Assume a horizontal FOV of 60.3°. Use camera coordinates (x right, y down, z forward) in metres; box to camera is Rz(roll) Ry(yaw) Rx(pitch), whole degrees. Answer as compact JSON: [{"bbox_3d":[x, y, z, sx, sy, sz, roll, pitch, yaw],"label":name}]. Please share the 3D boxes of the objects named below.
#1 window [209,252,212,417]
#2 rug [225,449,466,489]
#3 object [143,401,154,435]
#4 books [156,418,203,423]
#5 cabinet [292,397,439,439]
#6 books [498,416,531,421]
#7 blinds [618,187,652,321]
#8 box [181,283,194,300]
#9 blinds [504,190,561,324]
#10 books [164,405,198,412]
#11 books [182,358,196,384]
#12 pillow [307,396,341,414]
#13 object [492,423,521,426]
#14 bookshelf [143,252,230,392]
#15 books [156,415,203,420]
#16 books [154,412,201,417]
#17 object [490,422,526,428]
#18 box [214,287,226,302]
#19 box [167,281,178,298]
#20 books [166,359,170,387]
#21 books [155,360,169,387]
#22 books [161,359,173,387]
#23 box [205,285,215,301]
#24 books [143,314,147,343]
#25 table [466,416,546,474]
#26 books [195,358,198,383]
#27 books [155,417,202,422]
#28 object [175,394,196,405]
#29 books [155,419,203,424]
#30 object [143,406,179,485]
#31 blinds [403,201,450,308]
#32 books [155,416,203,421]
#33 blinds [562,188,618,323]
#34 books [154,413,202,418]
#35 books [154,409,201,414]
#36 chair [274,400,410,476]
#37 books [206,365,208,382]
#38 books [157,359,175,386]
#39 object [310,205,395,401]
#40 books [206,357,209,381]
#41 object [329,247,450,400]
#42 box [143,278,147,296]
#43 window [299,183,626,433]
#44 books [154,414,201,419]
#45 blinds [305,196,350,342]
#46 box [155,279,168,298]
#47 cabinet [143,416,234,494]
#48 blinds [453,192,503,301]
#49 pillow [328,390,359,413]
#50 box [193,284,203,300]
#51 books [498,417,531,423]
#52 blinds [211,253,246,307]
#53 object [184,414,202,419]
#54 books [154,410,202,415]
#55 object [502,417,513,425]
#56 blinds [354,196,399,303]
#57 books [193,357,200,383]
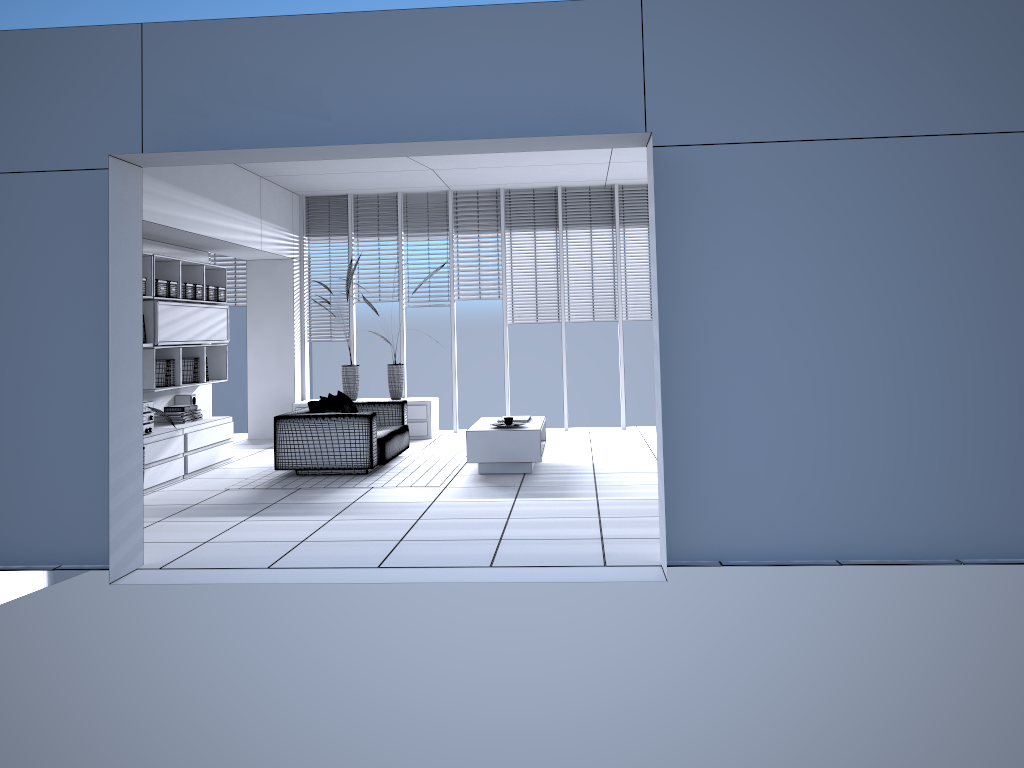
[{"bbox_3d":[-4.246,-0.850,11.396,0.688,3.140,0.099,-2,-3,4],"label":"window"},{"bbox_3d":[-1.399,0.781,8.332,1.798,0.001,2.232,-1,3,4],"label":"rug"},{"bbox_3d":[-3.236,0.296,7.342,0.347,0.270,0.430,-1,2,4],"label":"object"},{"bbox_3d":[-3.220,0.354,8.551,0.285,0.008,0.415,-1,3,5],"label":"books"},{"bbox_3d":[-1.771,0.426,10.766,1.675,0.452,0.597,-1,1,4],"label":"cabinet"},{"bbox_3d":[0.028,0.330,8.471,0.285,0.008,0.415,-1,3,5],"label":"books"},{"bbox_3d":[1.704,-1.640,11.050,0.714,1.697,0.047,-2,-3,4],"label":"blinds"},{"bbox_3d":[-3.328,-0.917,8.743,0.280,0.162,0.179,-1,0,4],"label":"box"},{"bbox_3d":[0.279,-1.610,11.154,0.714,1.697,0.047,-2,-3,4],"label":"blinds"},{"bbox_3d":[-3.198,0.236,8.513,0.207,0.050,0.258,-1,3,9],"label":"books"},{"bbox_3d":[-3.309,-0.135,8.927,0.207,0.261,0.074,-1,-3,4],"label":"books"},{"bbox_3d":[-1.710,0.324,8.301,0.340,0.390,0.567,-1,1,2],"label":"pillow"},{"bbox_3d":[-0.037,0.365,7.883,0.217,0.012,0.214,-4,4,-39],"label":"object"},{"bbox_3d":[-3.360,-0.570,8.264,0.327,1.253,2.817,-2,2,4],"label":"bookshelf"},{"bbox_3d":[-3.219,0.325,8.552,0.285,0.008,0.415,-1,3,5],"label":"books"},{"bbox_3d":[-3.233,0.297,8.503,0.285,0.008,0.415,-1,3,5],"label":"books"},{"bbox_3d":[-0.035,0.371,7.887,0.329,0.024,0.329,1,4,34],"label":"object"},{"bbox_3d":[-3.269,-0.965,9.535,0.280,0.162,0.216,-1,1,4],"label":"box"},{"bbox_3d":[-3.354,-0.896,8.395,0.280,0.162,0.174,-1,0,4],"label":"box"},{"bbox_3d":[-3.352,-0.100,8.355,0.207,0.261,0.074,-1,-3,4],"label":"books"},{"bbox_3d":[-3.354,-0.098,8.324,0.207,0.261,0.074,-1,-3,4],"label":"books"},{"bbox_3d":[-3.350,-0.104,8.423,0.207,0.260,0.050,-2,-3,5],"label":"books"},{"bbox_3d":[-3.289,-0.949,9.267,0.280,0.162,0.179,-1,0,4],"label":"box"},{"bbox_3d":[-3.393,-0.494,7.913,0.207,0.259,0.072,-1,-3,4],"label":"books"},{"bbox_3d":[-0.028,0.560,8.231,0.650,0.389,1.201,-1,3,4],"label":"table"},{"bbox_3d":[-3.307,-0.137,8.959,0.207,0.261,0.074,-1,-3,4],"label":"books"},{"bbox_3d":[-3.229,0.345,8.534,0.285,0.008,0.415,-1,3,5],"label":"books"},{"bbox_3d":[-3.333,0.227,9.007,0.177,0.232,0.119,-2,-2,4],"label":"object"},{"bbox_3d":[-3.221,0.363,8.544,0.285,0.008,0.415,-1,3,5],"label":"books"},{"bbox_3d":[-2.967,0.119,6.674,1.172,1.591,0.250,-2,-3,36],"label":"object"},{"bbox_3d":[-1.079,-1.660,11.255,0.636,1.362,0.057,-2,-3,4],"label":"blinds"},{"bbox_3d":[-3.219,0.334,8.545,0.285,0.008,0.415,-1,3,5],"label":"books"},{"bbox_3d":[0.986,-1.625,11.102,0.714,1.697,0.047,-2,-3,4],"label":"blinds"},{"bbox_3d":[-3.224,0.306,8.520,0.285,0.008,0.415,-1,3,5],"label":"books"},{"bbox_3d":[-3.231,0.268,8.505,0.285,0.008,0.415,-1,3,5],"label":"books"},{"bbox_3d":[-1.569,0.493,8.566,0.959,0.553,1.649,-1,3,4],"label":"chair"},{"bbox_3d":[-3.297,-0.150,9.227,0.207,0.261,0.074,-2,-3,5],"label":"books"},{"bbox_3d":[-3.346,-0.107,8.474,0.207,0.260,0.050,-1,-3,4],"label":"books"},{"bbox_3d":[-2.004,-1.302,11.036,1.424,2.999,0.493,-3,-3,33],"label":"object"},{"bbox_3d":[-3.294,-0.152,9.258,0.207,0.261,0.074,-1,-3,4],"label":"books"},{"bbox_3d":[-1.490,-0.732,10.643,1.550,1.872,0.689,-1,-2,-1],"label":"object"},{"bbox_3d":[-3.399,-0.859,7.781,0.280,0.162,0.179,-1,0,4],"label":"box"},{"bbox_3d":[0.060,-0.940,11.051,5.500,3.140,0.099,-1,-3,4],"label":"window"},{"bbox_3d":[-3.224,0.315,8.513,0.285,0.008,0.415,-1,3,5],"label":"books"},{"bbox_3d":[-2.358,-1.486,11.341,0.636,1.890,0.057,-2,-3,4],"label":"blinds"},{"bbox_3d":[-3.371,-0.883,8.168,0.281,0.162,0.211,-1,1,4],"label":"box"},{"bbox_3d":[-3.207,0.630,7.912,0.573,0.450,2.270,-1,3,4],"label":"cabinet"},{"bbox_3d":[-0.438,-1.756,11.215,0.636,1.382,0.038,-2,-3,4],"label":"blinds"},{"bbox_3d":[-1.668,0.267,8.880,0.300,0.399,0.566,-1,1,2],"label":"pillow"},{"bbox_3d":[-3.311,-0.931,8.966,0.280,0.162,0.179,-1,0,4],"label":"box"},{"bbox_3d":[0.030,0.344,8.482,0.285,0.008,0.415,-1,3,5],"label":"books"},{"bbox_3d":[-3.619,-1.690,11.477,0.636,1.382,0.038,-2,-3,4],"label":"blinds"},{"bbox_3d":[-3.227,0.316,8.536,0.285,0.008,0.415,-1,3,5],"label":"object"},{"bbox_3d":[-3.222,0.277,8.521,0.285,0.008,0.415,-1,3,5],"label":"books"},{"bbox_3d":[-0.035,0.335,7.885,0.096,0.070,0.084,-2,1,-15],"label":"object"},{"bbox_3d":[-1.723,-1.728,11.307,0.636,1.371,0.051,-2,-3,4],"label":"blinds"},{"bbox_3d":[-3.305,-0.141,9.026,0.207,0.260,0.050,-2,-3,5],"label":"books"}]
